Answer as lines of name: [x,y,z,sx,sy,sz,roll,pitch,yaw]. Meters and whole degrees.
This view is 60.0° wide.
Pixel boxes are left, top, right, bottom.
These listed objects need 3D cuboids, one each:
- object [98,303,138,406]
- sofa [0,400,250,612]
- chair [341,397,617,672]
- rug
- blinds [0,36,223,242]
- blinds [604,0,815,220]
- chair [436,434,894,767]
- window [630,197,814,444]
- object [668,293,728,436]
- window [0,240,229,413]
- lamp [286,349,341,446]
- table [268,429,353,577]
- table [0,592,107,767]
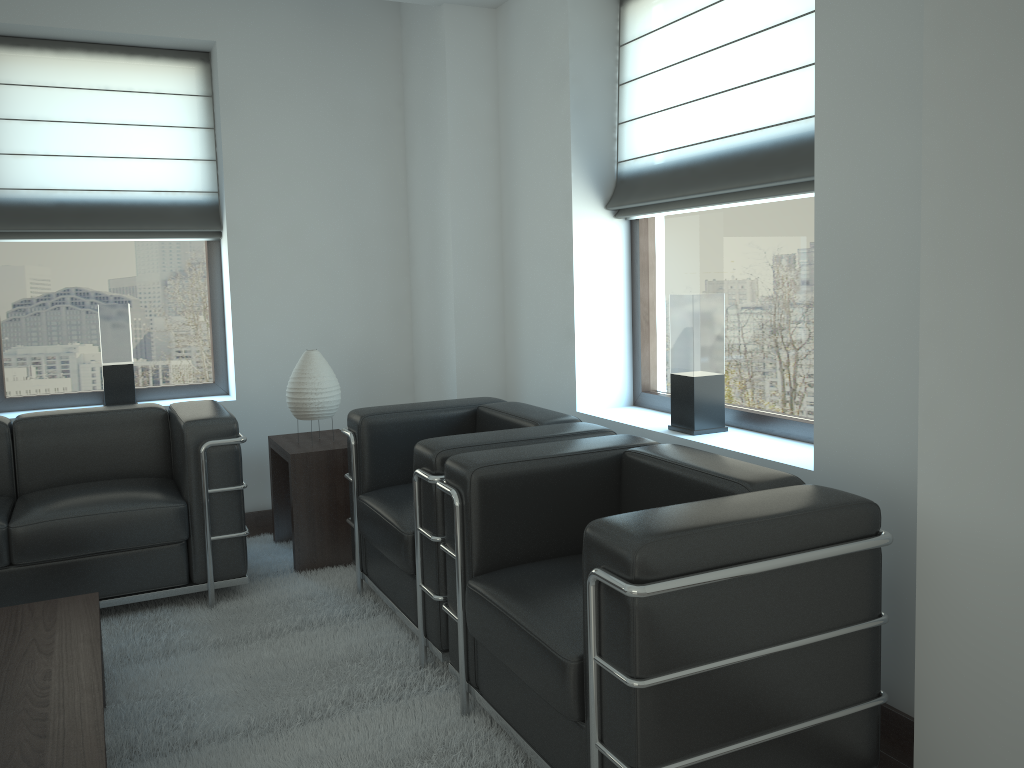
object: [-3.004,-0.219,6.742,0.239,0.774,0.244,-4,6,-25]
sofa: [-3.357,0.846,5.062,3.480,1.167,1.126,-5,7,-25]
chair: [-0.241,0.758,5.084,1.124,1.167,1.649,-4,7,-25]
rug: [-2.362,1.538,3.694,6.258,0.110,5.180,-5,8,-25]
blinds: [-3.101,-1.819,6.660,1.688,1.472,0.223,-4,6,-25]
blinds: [1.150,-1.721,4.890,0.222,1.472,2.128,-4,7,-25]
chair: [0.480,0.922,3.565,1.124,1.167,1.649,-4,7,-25]
window: [1.318,-1.111,5.020,0.146,2.724,2.137,-4,6,-25]
object: [1.046,-0.120,5.010,0.239,0.774,0.244,-4,6,-25]
window: [-3.159,-1.210,6.856,1.702,2.724,0.146,-4,6,-25]
lamp: [-1.375,0.084,6.151,0.374,0.653,0.376,-1,6,4]
table: [-1.367,0.817,6.278,0.526,0.842,0.788,-4,6,-25]
table: [-2.505,1.418,3.145,1.938,0.440,1.925,-5,8,-25]
